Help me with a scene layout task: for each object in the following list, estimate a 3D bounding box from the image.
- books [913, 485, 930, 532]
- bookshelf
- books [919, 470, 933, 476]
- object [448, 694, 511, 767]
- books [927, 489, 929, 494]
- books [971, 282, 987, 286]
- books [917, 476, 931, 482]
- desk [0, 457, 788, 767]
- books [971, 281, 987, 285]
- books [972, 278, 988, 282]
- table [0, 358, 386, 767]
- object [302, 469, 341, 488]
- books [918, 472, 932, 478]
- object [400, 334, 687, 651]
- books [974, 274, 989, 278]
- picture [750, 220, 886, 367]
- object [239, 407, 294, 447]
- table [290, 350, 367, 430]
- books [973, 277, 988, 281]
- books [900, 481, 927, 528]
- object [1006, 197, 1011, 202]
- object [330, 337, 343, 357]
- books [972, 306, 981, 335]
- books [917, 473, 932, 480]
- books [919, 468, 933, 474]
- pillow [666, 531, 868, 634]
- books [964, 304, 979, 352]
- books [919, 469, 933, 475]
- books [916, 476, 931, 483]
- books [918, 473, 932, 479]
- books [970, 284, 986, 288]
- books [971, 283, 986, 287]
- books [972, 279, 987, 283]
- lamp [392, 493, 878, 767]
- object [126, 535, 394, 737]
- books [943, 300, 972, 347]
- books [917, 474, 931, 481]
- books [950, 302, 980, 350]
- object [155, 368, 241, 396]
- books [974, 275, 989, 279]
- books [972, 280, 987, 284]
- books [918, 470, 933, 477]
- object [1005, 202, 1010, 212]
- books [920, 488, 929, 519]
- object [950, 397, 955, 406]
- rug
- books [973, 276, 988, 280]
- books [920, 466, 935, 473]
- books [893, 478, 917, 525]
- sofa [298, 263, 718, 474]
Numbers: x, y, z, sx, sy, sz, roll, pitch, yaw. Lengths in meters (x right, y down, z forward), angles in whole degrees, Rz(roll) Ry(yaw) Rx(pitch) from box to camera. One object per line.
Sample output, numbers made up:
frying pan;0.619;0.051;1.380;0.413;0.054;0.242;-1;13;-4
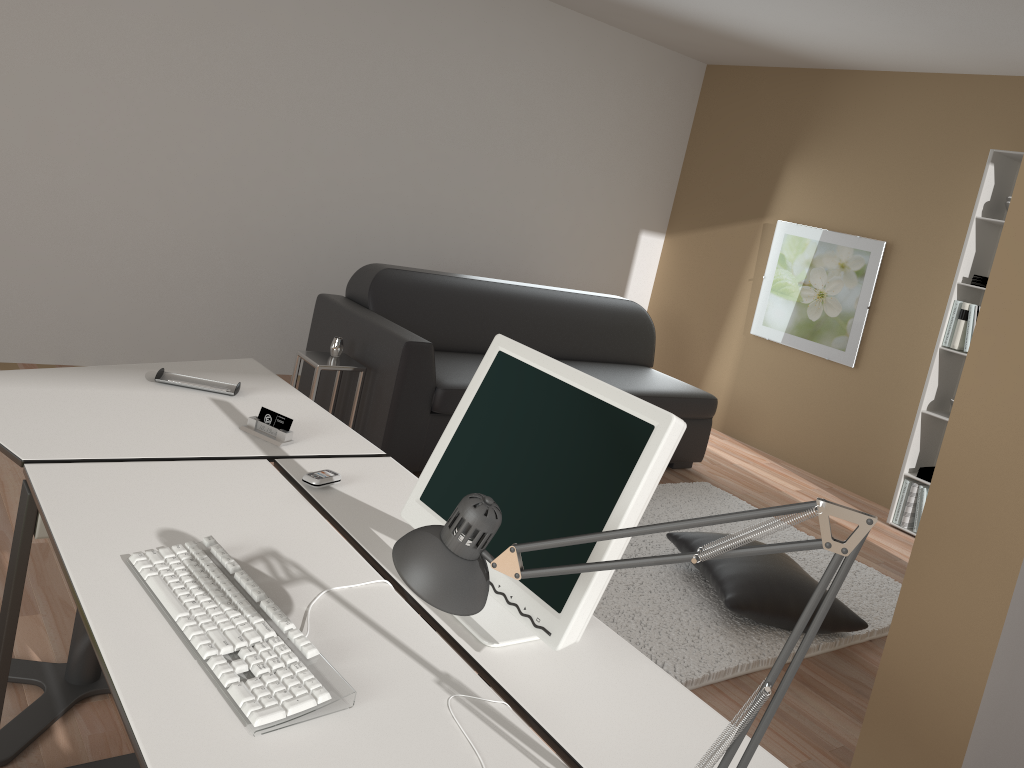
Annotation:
books;2.314;0.691;4.909;0.206;0.256;0.061;6;9;-39
bookshelf;2.780;-0.075;4.551;0.330;2.113;1.062;8;9;-39
books;2.429;0.528;4.839;0.209;0.007;0.304;3;16;-38
object;-0.096;0.474;1.079;0.143;0.078;0.371;19;14;28
books;2.349;0.705;4.883;0.206;0.254;0.059;6;9;-39
books;2.661;-0.502;4.727;0.209;0.006;0.304;3;16;-38
books;2.418;0.560;4.840;0.209;0.006;0.304;3;16;-38
desk;-0.211;0.742;1.317;0.799;0.676;1.640;5;14;-38
books;2.661;-0.508;4.728;0.209;0.006;0.304;2;16;-40
books;2.665;-0.524;4.724;0.209;0.006;0.305;3;16;-37
table;-0.984;0.366;2.201;0.921;0.678;0.829;4;13;-41
object;-0.404;0.201;1.871;0.048;0.021;0.084;19;14;29
books;2.424;0.539;4.837;0.209;0.006;0.304;3;16;-38
object;0.028;0.180;1.488;0.196;0.425;0.477;7;11;-39
books;2.674;-0.543;4.720;0.209;0.006;0.304;3;16;-38
picture;1.997;-0.620;5.827;0.018;0.805;0.835;8;10;-39
object;-0.580;0.098;2.096;0.132;0.055;0.049;19;11;26
table;-0.855;0.113;3.955;0.237;0.463;0.232;7;9;-39
books;2.670;-0.528;4.726;0.209;0.007;0.304;3;16;-38
books;2.283;0.677;4.948;0.206;0.255;0.041;6;9;-39
object;2.781;-0.912;4.683;0.301;0.105;0.302;16;12;15
object;-0.793;-0.167;3.987;0.058;0.085;0.057;16;9;21
books;2.565;-0.291;4.798;0.206;0.254;0.059;6;9;-39
books;2.420;0.548;4.841;0.209;0.006;0.304;2;16;-40
books;2.429;0.518;4.832;0.209;0.007;0.304;3;16;-38
pillow;0.972;0.763;3.452;0.578;0.206;0.623;10;12;-13
books;2.542;-0.298;4.809;0.206;0.256;0.061;6;9;-38
books;2.430;0.523;4.838;0.209;0.007;0.304;3;16;-38
books;2.416;0.564;4.841;0.209;0.007;0.304;3;16;-38
books;2.423;0.544;4.838;0.209;0.006;0.304;3;16;-38
books;2.657;-0.492;4.728;0.209;0.007;0.304;3;16;-38
books;2.660;-0.497;4.728;0.209;0.006;0.304;3;16;-38
books;2.666;-0.517;4.724;0.209;0.006;0.304;3;16;-38
lamp;0.093;0.314;1.077;0.544;0.522;0.141;16;7;16
object;-0.322;0.360;1.355;0.386;0.078;0.466;1;17;-43
books;2.488;-0.328;4.886;0.206;0.255;0.041;6;9;-38
books;2.420;0.554;4.840;0.209;0.006;0.304;3;16;-38
books;2.511;-0.314;4.846;0.206;0.255;0.041;6;9;-39
object;-0.837;-0.006;2.353;0.215;0.030;0.091;11;12;-9
books;2.671;-0.538;4.720;0.209;0.007;0.304;3;16;-38
books;2.665;-0.512;4.725;0.209;0.006;0.304;3;16;-38
books;2.423;0.532;4.837;0.209;0.006;0.305;3;16;-37
object;2.775;-0.886;4.686;0.301;0.105;0.302;16;12;15
books;2.326;0.700;4.887;0.206;0.254;0.059;6;9;-38
object;2.534;0.170;4.798;0.301;0.105;0.302;16;12;15
rug;0.702;0.740;3.729;2.012;0.045;1.485;3;16;-38
books;2.672;-0.533;4.726;0.209;0.007;0.304;3;16;-38
books;2.432;0.514;4.832;0.209;0.006;0.304;3;16;-38
books;2.259;0.662;4.988;0.206;0.255;0.041;6;9;-38
sofa;0.110;-0.068;4.834;2.244;0.823;0.974;3;14;-38
